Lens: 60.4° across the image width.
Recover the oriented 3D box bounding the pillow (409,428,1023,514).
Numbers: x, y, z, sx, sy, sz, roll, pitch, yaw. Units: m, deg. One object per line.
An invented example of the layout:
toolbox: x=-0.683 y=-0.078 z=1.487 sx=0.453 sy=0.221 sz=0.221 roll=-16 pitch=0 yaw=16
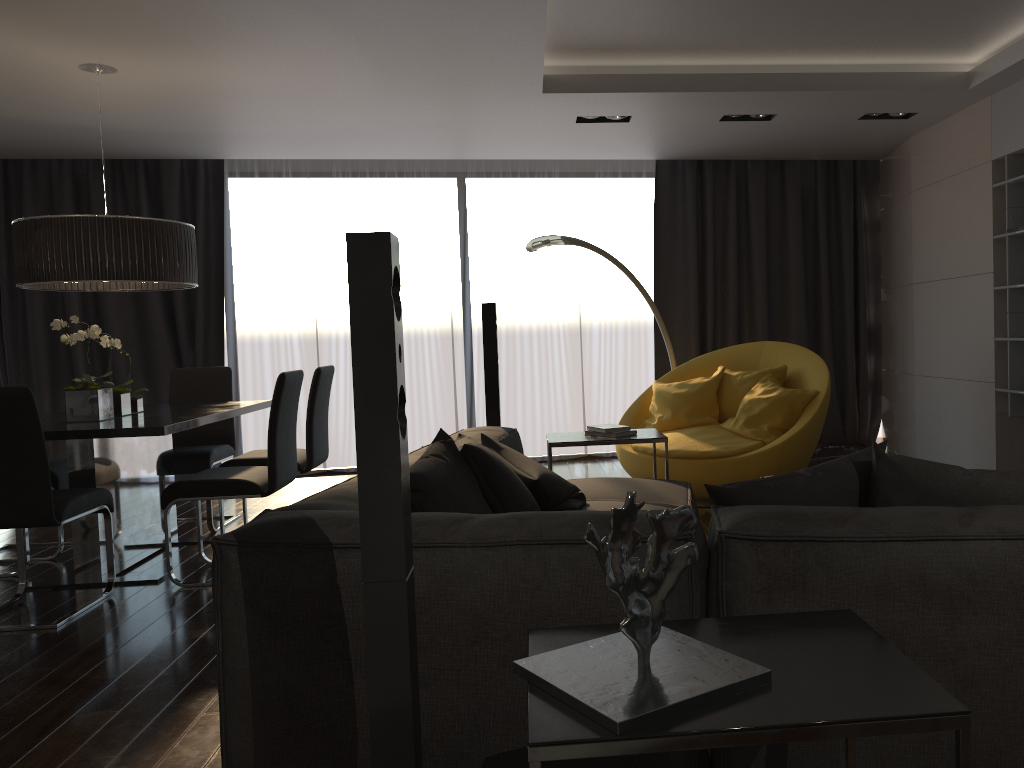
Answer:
pillow: x=0.290 y=0.339 z=2.522 sx=1.114 sy=0.431 sz=1.989 roll=-4 pitch=4 yaw=-39

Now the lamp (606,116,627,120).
lamp: x=0.692 y=-1.788 z=5.794 sx=0.174 sy=0.077 sz=0.180 roll=-1 pitch=3 yaw=10

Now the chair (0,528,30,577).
chair: x=-2.673 y=0.480 z=4.092 sx=0.576 sy=0.964 sz=0.425 roll=-2 pitch=3 yaw=-3

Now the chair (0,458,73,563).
chair: x=-2.660 y=0.443 z=4.789 sx=0.576 sy=0.964 sz=0.425 roll=-2 pitch=3 yaw=-3

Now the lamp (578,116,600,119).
lamp: x=0.510 y=-1.781 z=5.777 sx=0.180 sy=0.077 sz=0.174 roll=-2 pitch=3 yaw=-7

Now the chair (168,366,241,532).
chair: x=-1.965 y=0.389 z=5.363 sx=0.430 sy=0.964 sz=0.569 roll=-2 pitch=3 yaw=-1

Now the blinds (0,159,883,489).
blinds: x=-0.477 y=-0.716 z=7.235 sx=7.660 sy=2.893 sz=0.731 roll=-3 pitch=3 yaw=-12

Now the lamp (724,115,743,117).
lamp: x=1.481 y=-1.818 z=5.863 sx=0.172 sy=0.077 sz=0.182 roll=-1 pitch=3 yaw=17

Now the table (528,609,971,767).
table: x=0.337 y=0.723 z=1.403 sx=0.605 sy=0.563 sz=0.447 roll=-2 pitch=3 yaw=-3

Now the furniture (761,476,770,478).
furniture: x=1.621 y=0.616 z=3.689 sx=1.081 sy=0.439 sz=1.111 roll=-2 pitch=3 yaw=8

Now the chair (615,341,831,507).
chair: x=1.378 y=0.235 z=5.801 sx=1.196 sy=1.005 sz=1.439 roll=-4 pitch=4 yaw=-35

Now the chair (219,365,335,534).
chair: x=-1.293 y=0.391 z=4.910 sx=0.576 sy=0.964 sz=0.425 roll=-2 pitch=3 yaw=-3

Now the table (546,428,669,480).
table: x=0.496 y=0.548 z=4.621 sx=0.605 sy=0.563 sz=0.447 roll=-2 pitch=3 yaw=-3

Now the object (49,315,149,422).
object: x=-2.067 y=-0.086 z=4.383 sx=0.314 sy=0.501 sz=0.568 roll=-2 pitch=3 yaw=-4

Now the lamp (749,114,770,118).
lamp: x=1.662 y=-1.825 z=5.880 sx=0.174 sy=0.077 sz=0.180 roll=-1 pitch=3 yaw=10

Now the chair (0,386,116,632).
chair: x=-2.019 y=0.481 z=3.669 sx=0.430 sy=0.964 sz=0.569 roll=-2 pitch=3 yaw=-1

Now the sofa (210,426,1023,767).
sofa: x=0.839 y=0.550 z=2.968 sx=2.703 sy=0.703 sz=2.517 roll=-2 pitch=3 yaw=8

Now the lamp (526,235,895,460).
lamp: x=2.053 y=-0.242 z=7.052 sx=4.418 sy=1.779 sz=0.557 roll=-3 pitch=3 yaw=-25

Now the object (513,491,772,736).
object: x=0.189 y=0.306 z=1.344 sx=0.299 sy=0.287 sz=0.270 roll=-4 pitch=3 yaw=-32

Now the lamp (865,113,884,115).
lamp: x=2.452 y=-1.855 z=5.949 sx=0.172 sy=0.077 sz=0.182 roll=-1 pitch=3 yaw=17

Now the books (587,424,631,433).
books: x=0.506 y=0.232 z=4.620 sx=0.162 sy=0.022 sz=0.196 roll=-3 pitch=3 yaw=-25

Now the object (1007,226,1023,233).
object: x=3.147 y=-1.033 z=5.219 sx=0.286 sy=0.227 sz=0.283 roll=-2 pitch=3 yaw=-2

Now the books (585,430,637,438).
books: x=0.516 y=0.255 z=4.611 sx=0.172 sy=0.023 sz=0.219 roll=-5 pitch=4 yaw=-42

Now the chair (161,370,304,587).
chair: x=-1.306 y=0.428 z=4.213 sx=0.576 sy=0.964 sz=0.425 roll=-2 pitch=3 yaw=-3

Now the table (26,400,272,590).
table: x=-1.973 y=0.537 z=4.513 sx=1.047 sy=0.760 sz=1.594 roll=-2 pitch=3 yaw=-1

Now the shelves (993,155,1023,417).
shelves: x=3.209 y=-0.558 z=4.608 sx=0.380 sy=1.600 sz=1.913 roll=-2 pitch=3 yaw=1

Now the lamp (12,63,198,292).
lamp: x=-2.050 y=-1.040 z=4.425 sx=0.776 sy=1.102 sz=0.832 roll=-1 pitch=3 yaw=22

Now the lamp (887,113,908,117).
lamp: x=2.633 y=-1.862 z=5.966 sx=0.174 sy=0.077 sz=0.180 roll=-1 pitch=3 yaw=10
